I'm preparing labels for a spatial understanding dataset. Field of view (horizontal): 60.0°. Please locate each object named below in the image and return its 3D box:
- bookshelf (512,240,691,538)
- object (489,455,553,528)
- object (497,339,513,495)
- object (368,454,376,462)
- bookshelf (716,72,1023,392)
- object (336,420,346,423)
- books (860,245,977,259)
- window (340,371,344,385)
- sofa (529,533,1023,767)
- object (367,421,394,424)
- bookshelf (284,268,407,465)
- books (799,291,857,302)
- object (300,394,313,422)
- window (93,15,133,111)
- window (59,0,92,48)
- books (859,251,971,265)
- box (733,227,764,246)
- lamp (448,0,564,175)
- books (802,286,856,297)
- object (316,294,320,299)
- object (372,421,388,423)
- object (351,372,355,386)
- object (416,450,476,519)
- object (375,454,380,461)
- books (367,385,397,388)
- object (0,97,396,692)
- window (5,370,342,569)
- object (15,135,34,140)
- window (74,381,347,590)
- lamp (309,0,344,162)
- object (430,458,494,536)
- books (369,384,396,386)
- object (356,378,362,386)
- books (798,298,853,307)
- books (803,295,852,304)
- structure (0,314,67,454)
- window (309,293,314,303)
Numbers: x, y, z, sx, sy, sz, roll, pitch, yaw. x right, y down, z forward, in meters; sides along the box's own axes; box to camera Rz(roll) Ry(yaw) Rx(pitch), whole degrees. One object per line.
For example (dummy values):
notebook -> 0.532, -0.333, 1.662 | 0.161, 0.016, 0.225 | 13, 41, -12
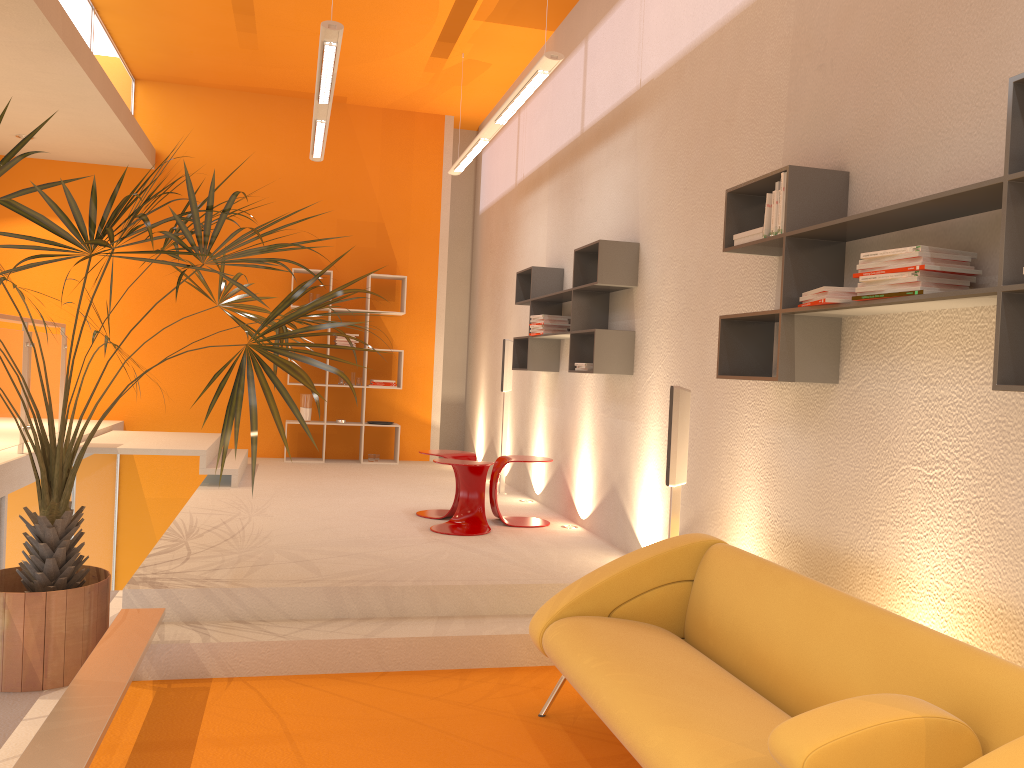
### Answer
bookshelf -> 0.489, 0.217, 5.568 | 0.322, 2.145, 3.370 | 2, 1, -12
object -> 0.064, 0.737, 6.148 | 0.420, 0.450, 0.391 | 2, 1, -14
object -> -0.073, 0.277, 7.521 | 0.116, 1.317, 0.111 | 2, 1, -17
object -> 0.351, 2.254, 4.622 | 0.129, 2.692, 10.507 | 2, 1, -21
bookshelf -> 1.236, -0.386, 2.769 | 0.252, 0.790, 2.000 | 2, 1, -14
object -> -1.803, 0.395, 9.351 | 0.105, 0.035, 0.106 | 3, 1, 30
books -> 1.231, -0.388, 2.691 | 0.230, 0.017, 0.226 | 2, 1, -24
window -> -2.582, 0.573, 6.120 | 0.908, 1.393, 6.719 | 3, 1, 6
sofa -> 0.761, 0.987, 2.644 | 0.929, 0.706, 2.081 | 2, 1, -14
object -> -1.411, 0.419, 9.507 | 0.294, 0.020, 0.294 | 3, 1, 25
bookshelf -> -0.807, 1.184, 8.766 | 3.516, 4.600, 1.107 | 3, 1, 34
books -> 1.129, -0.296, 3.049 | 0.190, 0.015, 0.254 | 3, 1, -3
object -> -2.167, 0.251, 9.327 | 0.129, 0.291, 0.129 | 3, 1, 14
window -> -3.662, -2.745, 8.144 | 0.006, 0.660, 1.860 | 2, 1, -14
window -> -3.204, -2.696, 6.296 | 0.006, 0.660, 1.869 | 2, 1, -14
books -> 1.217, -0.373, 2.690 | 0.190, 0.015, 0.254 | 2, 1, -17
box -> 1.046, -0.578, 3.546 | 0.232, 0.047, 0.232 | 2, 1, -14
lamp -> -0.122, -2.381, 6.543 | 0.120, 1.052, 3.195 | 2, 1, -14
books -> 1.127, -0.311, 3.041 | 0.190, 0.015, 0.254 | 3, 1, 3
object -> -2.353, 1.792, 5.944 | 0.351, 5.384, 6.779 | 3, 1, 6
object -> -1.415, 0.416, 9.509 | 0.178, 0.020, 0.178 | 3, 1, 3
object -> -2.432, 2.201, 5.770 | 0.870, 4.604, 7.392 | 3, 1, 17
object -> -0.463, 0.710, 6.299 | 0.391, 0.450, 0.420 | 2, 1, -44
object -> 0.686, 2.291, 3.353 | 0.102, 2.685, 13.193 | 2, 1, -19
books -> -1.385, 0.024, 9.457 | 0.296, 0.013, 0.210 | 2, 1, -14
object -> -2.111, 0.036, 4.369 | 3.098, 2.600, 3.241 | 3, 1, -6
window -> -3.021, 2.129, 7.624 | 0.993, 4.599, 4.234 | 3, 1, 18
object -> -4.386, -2.241, 7.979 | 0.143, 0.059, 0.143 | 2, 1, -42
window -> -2.779, 2.164, 8.492 | 2.294, 4.526, 1.860 | 2, 1, -14
lamp -> -1.314, -2.432, 6.246 | 0.120, 1.052, 3.195 | 2, 1, -14
object -> -0.320, 0.725, 5.768 | 0.391, 0.450, 0.420 | 3, 1, 16
books -> -1.381, 0.012, 9.457 | 0.268, 0.011, 0.190 | 2, 1, -12
object -> -0.033, 1.810, 6.024 | 0.190, 3.502, 7.694 | 2, 1, -25
books -> 1.129, -0.270, 3.036 | 0.210, 0.013, 0.297 | 3, 1, 1
books -> 1.130, -0.282, 3.039 | 0.190, 0.011, 0.268 | 3, 1, 3
structure -> -2.217, 0.123, 1.492 | 0.195, 0.900, 11.050 | 2, 1, -14
window -> -2.324, 1.800, 4.942 | 0.481, 5.399, 8.922 | 3, 1, -2
